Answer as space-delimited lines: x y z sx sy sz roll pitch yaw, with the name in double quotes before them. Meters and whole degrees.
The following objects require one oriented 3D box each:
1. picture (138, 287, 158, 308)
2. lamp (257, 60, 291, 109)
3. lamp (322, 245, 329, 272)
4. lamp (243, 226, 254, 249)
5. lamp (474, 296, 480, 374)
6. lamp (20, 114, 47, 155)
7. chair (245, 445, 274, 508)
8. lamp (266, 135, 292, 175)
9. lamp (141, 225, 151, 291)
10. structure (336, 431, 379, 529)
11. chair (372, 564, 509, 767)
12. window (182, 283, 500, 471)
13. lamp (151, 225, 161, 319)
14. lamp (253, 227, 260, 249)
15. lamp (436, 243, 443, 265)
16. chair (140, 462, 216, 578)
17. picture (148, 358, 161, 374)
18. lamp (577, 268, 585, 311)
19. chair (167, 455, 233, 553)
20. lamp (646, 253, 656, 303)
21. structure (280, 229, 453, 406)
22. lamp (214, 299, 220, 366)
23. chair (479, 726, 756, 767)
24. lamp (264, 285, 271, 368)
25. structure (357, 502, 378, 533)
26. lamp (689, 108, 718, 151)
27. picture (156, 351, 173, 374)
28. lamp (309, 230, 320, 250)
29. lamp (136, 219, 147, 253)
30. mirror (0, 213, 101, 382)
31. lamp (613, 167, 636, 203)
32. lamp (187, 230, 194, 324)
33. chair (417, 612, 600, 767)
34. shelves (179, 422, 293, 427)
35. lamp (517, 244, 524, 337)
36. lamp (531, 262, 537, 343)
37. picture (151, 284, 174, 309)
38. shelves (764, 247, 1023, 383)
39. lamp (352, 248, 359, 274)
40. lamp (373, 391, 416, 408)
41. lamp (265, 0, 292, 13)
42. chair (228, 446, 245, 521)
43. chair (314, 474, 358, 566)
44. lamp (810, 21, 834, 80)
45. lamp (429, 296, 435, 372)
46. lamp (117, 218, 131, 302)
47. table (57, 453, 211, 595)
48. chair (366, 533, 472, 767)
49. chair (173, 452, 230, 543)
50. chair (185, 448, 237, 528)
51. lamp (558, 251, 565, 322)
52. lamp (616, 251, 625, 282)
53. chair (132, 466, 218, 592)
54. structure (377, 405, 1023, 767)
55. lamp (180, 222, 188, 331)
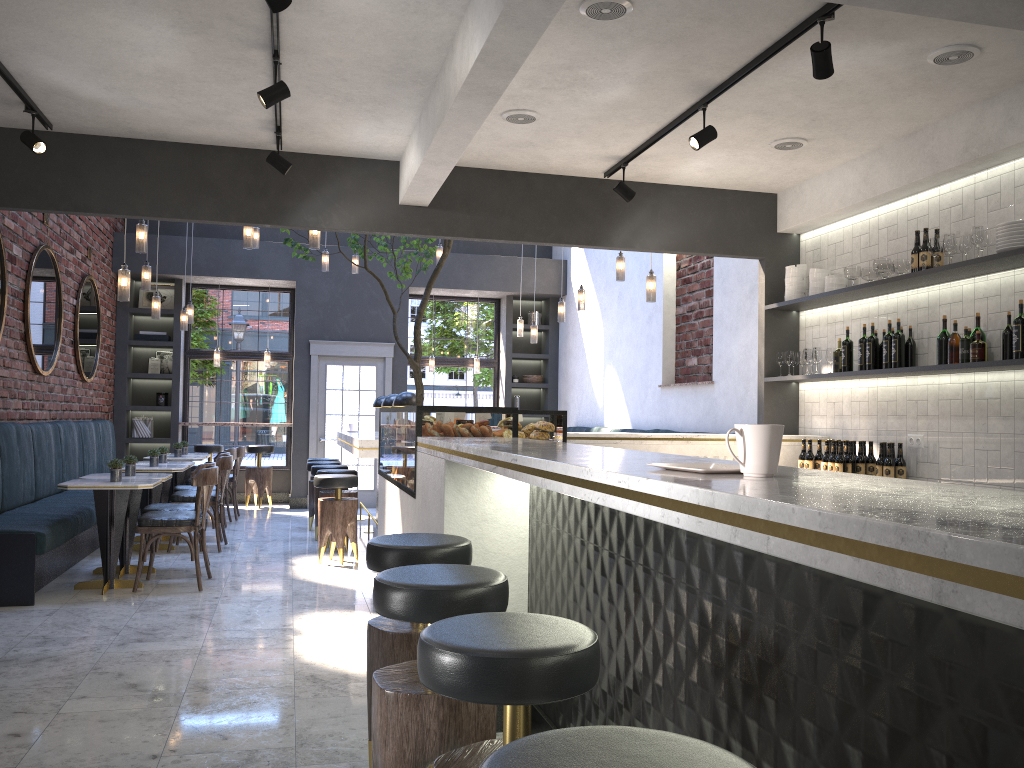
"picture" -4.887 -1.140 11.903 0.230 0.313 0.061 1 -2 -14
"lamp" -1.146 -1.441 4.275 0.157 0.238 0.087 2 -2 -20
"lamp" -2.102 -3.341 10.191 0.078 4.104 0.078 2 -2 -29
"lamp" -2.135 -3.165 7.341 0.078 4.104 0.078 0 -2 16
"lamp" -0.498 -0.864 12.851 0.078 1.428 0.078 0 -2 16
"lamp" -2.751 -1.434 5.101 0.157 0.235 0.087 0 -2 27
"chair" -3.367 1.226 11.806 0.370 0.821 0.372 0 -2 38
"lamp" -1.427 -1.402 5.436 0.157 0.238 0.087 2 -2 -20
"lamp" -3.270 -2.897 8.061 0.078 4.104 0.078 1 -2 -7
"structure" -1.190 1.040 8.947 0.990 1.050 3.491 1 -2 -14
"chair" -0.200 0.929 2.423 0.370 0.821 0.372 1 -2 -5
"window" -0.827 -1.645 6.697 6.406 5.363 12.712 1 -2 -14
"lamp" -3.431 -2.683 8.679 0.078 4.104 0.078 1 -2 -7
"lamp" -2.742 -3.520 9.644 0.078 4.104 0.078 2 -2 -29
"lamp" -0.826 -3.460 10.571 0.078 4.104 0.078 2 -2 -29
"chair" -2.600 1.040 6.931 0.521 0.851 0.538 1 -2 -13
"picture" -4.806 -0.238 11.922 0.161 0.227 0.049 1 -2 -14
"lamp" 0.736 -2.795 9.067 0.078 4.104 0.078 0 -2 38
"chair" -2.834 1.080 8.111 0.521 0.851 0.538 1 -2 -13
"lamp" 1.172 -2.723 7.324 0.078 4.104 0.078 2 -2 -29
"structure" -0.886 -1.454 8.077 3.744 5.987 2.807 0 -2 29
"lamp" -3.971 -0.952 11.978 0.078 1.428 0.078 0 -2 16
"chair" 0.130 0.885 1.077 0.370 0.821 0.372 0 -2 16
"lamp" -3.334 -0.936 12.138 0.078 1.428 0.078 0 -2 38
"structure" -1.198 1.460 8.935 0.496 0.210 3.499 1 -2 -14
"lamp" 1.040 -1.384 4.824 0.157 0.235 0.087 2 -2 -20
"picture" -4.686 -0.284 11.980 0.247 0.326 0.044 1 -2 -14
"lamp" -1.429 -3.053 6.623 0.078 4.104 0.078 0 -2 16
"lamp" -2.859 -3.076 6.970 0.078 4.104 0.078 2 -2 -29
"mirror" -4.253 -0.830 8.103 0.036 1.510 4.774 1 -2 -14
"lamp" 0.759 -1.345 5.985 0.157 0.235 0.087 2 -2 -20
"lamp" -3.730 -2.757 10.415 0.078 4.104 0.078 2 -2 -29
"chair" -0.011 0.909 1.794 0.372 0.821 0.370 0 -2 29
"shelves" -2.290 0.584 12.371 4.403 0.043 0.384 1 -2 -14
"lamp" 0.138 -2.657 11.438 0.078 4.104 0.078 2 -2 -29
"lamp" 0.298 -2.545 10.791 0.078 4.104 0.078 2 -2 -29
"picture" -4.735 -1.160 11.978 0.361 0.369 0.055 1 -2 -14
"shelves" 2.508 -0.361 5.047 0.300 0.580 3.601 1 -2 -14
"lamp" -1.885 -3.403 10.895 0.078 4.104 0.078 2 -2 -29
"lamp" -0.908 -1.242 5.401 4.183 3.255 8.836 2 -2 -31
"lamp" -0.869 -1.475 3.215 0.087 0.238 0.157 0 -2 25
"chair" -3.408 1.156 10.399 0.521 0.851 0.497 1 -2 -15
"chair" -1.489 1.138 7.480 0.372 0.737 0.370 0 -2 29
"lamp" 1.317 -1.418 3.764 0.087 0.235 0.157 0 -2 25
"lamp" -1.135 -0.880 12.691 0.078 1.428 0.078 0 -2 38
"lamp" -2.699 -2.635 6.293 0.078 4.104 0.078 2 -2 -29
"table" -1.404 1.180 8.776 4.599 0.751 4.831 1 -2 -14
"chair" -0.331 0.952 3.097 0.370 0.821 0.372 0 -2 38
"chair" -3.050 1.099 8.707 0.521 0.851 0.538 2 -2 -21
"chair" -3.333 1.135 9.820 0.521 0.851 0.538 1 -2 -13
"lamp" 0.571 -2.726 9.717 0.078 4.104 0.078 0 -2 38
"lamp" 1.006 -2.976 8.009 0.078 4.104 0.078 2 -2 -29
"chair" -2.400 1.023 6.385 0.521 0.851 0.538 1 -2 -13
"structure" 1.349 0.758 3.597 3.205 1.300 5.807 1 -2 -14
"lamp" -3.593 -2.642 9.855 0.078 4.104 0.078 2 -2 -29
